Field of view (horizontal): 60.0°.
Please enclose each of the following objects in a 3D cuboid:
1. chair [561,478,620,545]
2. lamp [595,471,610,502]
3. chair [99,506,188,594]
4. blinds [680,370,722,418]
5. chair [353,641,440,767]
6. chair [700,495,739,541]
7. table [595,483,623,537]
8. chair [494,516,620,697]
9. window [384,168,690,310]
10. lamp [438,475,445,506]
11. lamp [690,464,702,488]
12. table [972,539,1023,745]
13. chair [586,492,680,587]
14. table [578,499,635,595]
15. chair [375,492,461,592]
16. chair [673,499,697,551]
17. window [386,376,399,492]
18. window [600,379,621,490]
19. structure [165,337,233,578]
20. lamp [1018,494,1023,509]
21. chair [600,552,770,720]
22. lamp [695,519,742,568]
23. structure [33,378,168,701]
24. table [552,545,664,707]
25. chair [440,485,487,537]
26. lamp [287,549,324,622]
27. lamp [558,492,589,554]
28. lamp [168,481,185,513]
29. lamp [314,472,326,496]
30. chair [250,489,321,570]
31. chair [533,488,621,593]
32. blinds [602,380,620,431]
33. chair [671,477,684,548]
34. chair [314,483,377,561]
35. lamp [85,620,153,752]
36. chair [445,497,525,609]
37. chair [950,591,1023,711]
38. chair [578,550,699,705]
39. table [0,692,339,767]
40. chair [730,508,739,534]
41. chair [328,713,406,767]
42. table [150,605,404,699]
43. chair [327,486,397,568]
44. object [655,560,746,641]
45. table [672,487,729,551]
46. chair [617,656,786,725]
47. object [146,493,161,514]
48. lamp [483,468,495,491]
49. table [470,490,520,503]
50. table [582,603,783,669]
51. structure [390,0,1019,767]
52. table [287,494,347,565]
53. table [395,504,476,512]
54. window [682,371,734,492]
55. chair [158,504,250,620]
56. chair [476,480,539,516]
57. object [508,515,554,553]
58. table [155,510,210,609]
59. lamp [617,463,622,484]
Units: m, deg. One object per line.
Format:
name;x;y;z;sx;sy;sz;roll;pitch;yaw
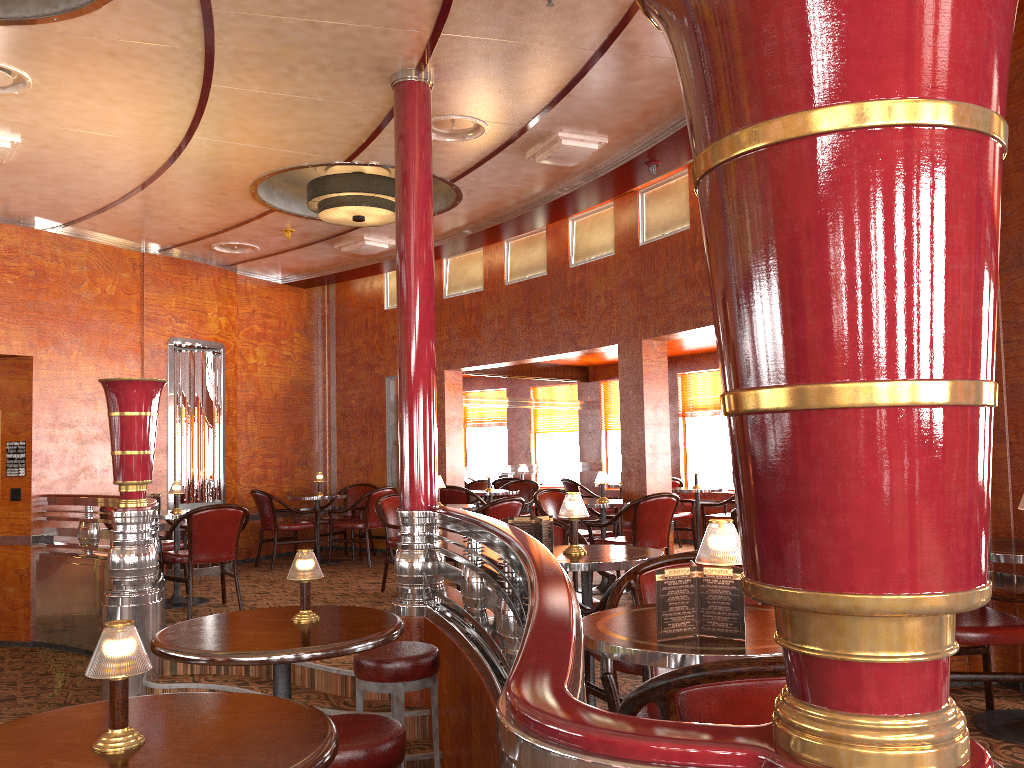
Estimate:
chair;0.913;1.531;10.685;0.615;0.816;0.588;0;-4;-18
lamp;0.747;0.842;7.311;0.130;0.250;0.130;0;-4;-19
chair;-3.141;1.381;7.505;0.615;0.816;0.588;-4;-5;35
blinds;2.323;0.116;10.483;0.057;0.539;0.804;2;-5;-39
chair;-0.461;1.456;3.586;0.350;0.755;0.350;-4;-4;31
chair;2.308;1.372;9.002;0.615;0.816;0.588;-5;-5;40
table;1.349;1.583;10.854;0.639;0.719;0.640;-1;-4;-5
chair;0.141;1.060;4.243;0.588;0.816;0.616;0;-4;-15
window;1.186;-1.573;5.130;1.956;0.480;11.959;0;-5;-17
lamp;-0.597;0.855;7.085;0.130;0.250;0.130;1;-4;-28
lamp;1.928;0.965;9.285;0.130;0.250;0.130;1;-4;-28
table;2.097;1.011;3.537;0.640;0.719;0.640;-4;-5;35
chair;0.971;1.237;6.825;0.588;0.816;0.616;1;-5;-35
table;0.755;1.325;7.273;0.640;0.719;0.640;-5;-5;44
chair;-0.818;1.321;7.399;0.588;0.816;0.616;1;-5;-35
chair;1.585;1.429;9.537;0.615;0.816;0.588;-5;-5;40
window;-1.121;0.617;10.220;0.807;1.439;0.257;-4;-5;40
window;1.522;0.646;11.411;0.151;1.435;0.839;2;-5;-44
structure;-3.154;0.722;8.956;0.557;2.352;0.812;-4;-4;36
lamp;2.113;0.527;3.569;0.130;0.250;0.130;1;-4;-28
chair;0.552;0.919;2.495;0.588;0.816;0.616;-2;-4;10
lamp;0.510;0.456;2.146;0.130;0.250;0.130;-3;-4;26
structure;-2.944;1.094;6.462;0.624;2.022;3.171;1;-5;-35
table;0.316;1.061;3.663;0.639;0.719;0.640;0;-4;-14
chair;-0.479;1.455;9.263;0.588;0.816;0.615;-4;-5;35
lamp;-0.746;0.724;3.203;0.130;0.250;0.130;-3;-4;26
lamp;0.258;0.579;3.706;0.130;0.250;0.130;1;-4;-28
lamp;-2.688;0.903;7.107;0.130;0.250;0.130;-5;-5;44
lamp;-2.080;1.078;9.588;0.130;0.250;0.130;1;-4;-28
chair;-2.413;1.501;9.296;0.615;0.816;0.588;2;-5;-40
chair;0.517;1.303;7.560;0.588;0.816;0.615;2;-5;-40
blinds;1.493;0.266;11.414;0.050;0.661;0.804;2;-5;-44
chair;1.682;1.487;10.333;0.588;0.816;0.616;0;-4;-18
chair;-1.830;1.540;9.989;0.588;0.816;0.615;-3;-4;25
lamp;-0.820;0.623;1.850;0.130;0.250;0.130;-4;-5;35
chair;-0.219;1.251;6.654;0.615;0.816;0.588;-5;-5;40
chair;1.734;0.971;3.540;0.615;0.816;0.588;-1;-4;0
chair;0.572;0.966;3.129;0.588;0.816;0.616;0;-4;-15
table;-0.780;1.226;1.806;0.849;0.959;0.850;-3;-4;17
chair;1.559;1.080;4.919;0.615;0.816;0.588;0;-4;-25
chair;-0.476;1.378;2.554;0.350;0.755;0.350;1;-4;-34
table;-0.793;1.321;3.067;0.849;0.959;0.850;-1;-4;-5
chair;-1.530;1.481;9.303;0.615;0.816;0.588;-4;-4;30
object;0.399;0.495;2.017;0.169;0.156;0.195;1;-4;-25
table;1.944;1.448;9.256;0.640;0.719;0.640;-3;-4;26
chair;0.489;0.857;1.664;0.588;0.816;0.616;-2;-4;5
object;-2.833;0.948;7.037;0.195;0.156;0.169;-2;-4;10
lamp;-0.253;1.045;9.694;0.130;0.250;0.130;1;-4;-28
table;-0.228;1.527;9.645;0.640;0.719;0.640;-5;-5;44
table;0.484;0.940;2.122;0.640;0.719;0.640;1;-5;-32
structure;-0.120;-0.040;2.787;0.549;3.602;4.357;-1;-4;-11
table;-2.095;1.562;9.559;0.640;0.719;0.640;-5;-5;44
table;-0.602;1.340;7.075;0.640;0.719;0.640;-5;-5;44
window;2.368;0.557;10.484;0.040;1.419;0.820;2;-5;-39
chair;-2.287;1.296;6.626;0.588;0.816;0.615;2;-5;-40
chair;-0.008;1.502;10.030;0.588;0.816;0.615;-4;-5;35
object;0.101;0.623;3.619;0.195;0.156;0.169;0;-4;-15
table;-2.674;1.387;7.076;0.640;0.719;0.640;-5;-5;44
lamp;1.350;1.097;10.856;0.130;0.250;0.130;-2;-4;9
